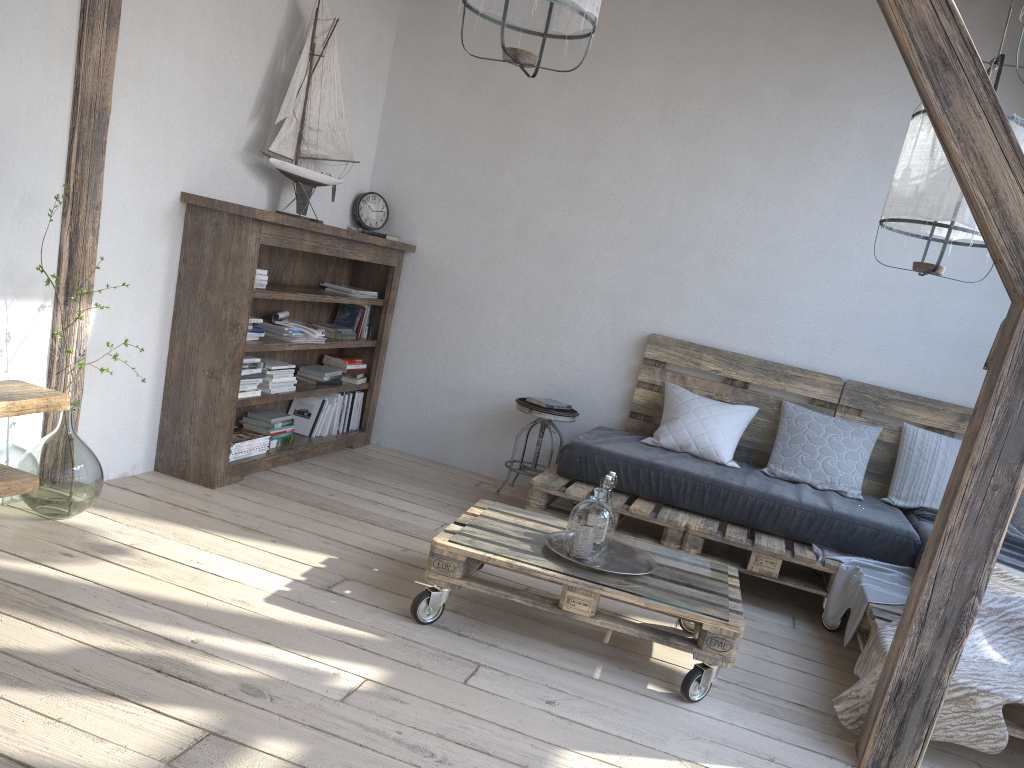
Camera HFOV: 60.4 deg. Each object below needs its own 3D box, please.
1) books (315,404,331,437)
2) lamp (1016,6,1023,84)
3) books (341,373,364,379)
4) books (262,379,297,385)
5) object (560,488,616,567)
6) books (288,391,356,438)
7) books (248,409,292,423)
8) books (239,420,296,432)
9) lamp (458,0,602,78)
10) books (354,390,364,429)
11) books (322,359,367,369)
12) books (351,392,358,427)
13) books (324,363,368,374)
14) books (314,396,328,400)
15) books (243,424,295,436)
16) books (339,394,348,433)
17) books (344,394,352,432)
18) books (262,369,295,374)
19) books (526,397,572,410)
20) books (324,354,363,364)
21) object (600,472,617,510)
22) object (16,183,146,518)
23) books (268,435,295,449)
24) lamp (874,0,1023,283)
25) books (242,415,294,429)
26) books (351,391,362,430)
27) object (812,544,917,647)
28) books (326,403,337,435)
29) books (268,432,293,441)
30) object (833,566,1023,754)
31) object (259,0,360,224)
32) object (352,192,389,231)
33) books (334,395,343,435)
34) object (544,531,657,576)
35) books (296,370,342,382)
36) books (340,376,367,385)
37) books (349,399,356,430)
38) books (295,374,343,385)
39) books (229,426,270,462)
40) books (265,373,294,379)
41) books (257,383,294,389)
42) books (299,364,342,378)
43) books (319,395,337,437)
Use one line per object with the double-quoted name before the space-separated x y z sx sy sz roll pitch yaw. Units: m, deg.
"books" -1.068 0.180 4.729 0.138 0.179 0.092 15 13 14
"lamp" 1.183 -1.127 1.337 0.409 1.338 0.388 10 13 -9
"books" -0.949 -0.068 4.943 0.204 0.022 0.147 13 7 3
"books" -1.157 -0.026 4.207 0.155 0.017 0.217 15 8 19
"object" 0.264 0.462 2.909 0.157 0.253 0.151 9 12 -17
"books" -1.050 0.136 4.831 0.200 0.254 0.405 16 9 15
"books" -1.195 0.157 4.351 0.131 0.021 0.196 15 7 14
"books" -1.207 0.197 4.357 0.172 0.013 0.227 15 8 17
"lamp" 0.132 -1.472 2.484 0.401 1.111 0.395 4 15 -34
"books" -0.947 0.138 5.098 0.156 0.226 0.035 15 14 13
"books" -0.939 -0.115 4.935 0.156 0.022 0.216 15 8 18
"books" -0.980 0.136 5.055 0.156 0.225 0.021 15 14 13
"books" -0.936 -0.090 4.947 0.159 0.027 0.201 16 8 22
"books" -1.099 0.158 4.721 0.156 0.211 0.105 15 13 14
"books" -1.201 0.217 4.349 0.156 0.022 0.221 15 7 15
"books" -1.007 0.148 4.915 0.156 0.225 0.021 15 14 13
"books" -0.990 0.147 4.952 0.156 0.225 0.017 15 14 13
"books" -1.169 -0.077 4.203 0.155 0.017 0.217 15 8 19
"books" 0.196 0.102 4.677 0.205 0.022 0.146 5 10 -46
"books" -0.949 -0.141 4.950 0.142 0.020 0.199 15 7 14
"object" 0.312 0.441 3.063 0.071 0.274 0.151 16 13 15
"object" -1.477 -0.102 3.084 0.275 1.148 0.502 13 13 1
"books" -1.213 0.266 4.360 0.172 0.039 0.220 15 8 14
"lamp" 1.612 -1.122 2.902 0.409 1.556 0.388 4 16 -34
"books" -1.205 0.178 4.351 0.173 0.026 0.217 14 7 9
"books" -0.957 0.139 5.072 0.156 0.225 0.021 15 14 13
"object" 1.515 0.904 3.588 0.505 0.284 0.692 12 8 -1
"books" -1.043 0.174 4.792 0.138 0.188 0.064 15 13 13
"books" -1.205 0.238 4.354 0.157 0.022 0.221 14 7 10
"object" 1.573 0.933 2.783 1.011 0.486 0.791 4 12 -45
"object" -0.870 -1.254 4.017 0.139 1.017 0.779 17 12 20
"object" -0.784 -0.959 4.893 0.205 0.215 0.080 4 15 -38
"books" -1.021 0.154 4.847 0.156 0.225 0.017 15 14 13
"object" 0.300 0.581 2.999 0.387 0.022 0.393 18 9 34
"books" -1.030 -0.048 4.710 0.158 0.023 0.208 15 7 14
"books" -0.947 -0.041 4.955 0.218 0.031 0.159 14 7 7
"books" -0.972 0.159 5.035 0.138 0.190 0.018 15 14 13
"books" -1.035 -0.024 4.709 0.150 0.024 0.226 16 8 23
"books" -1.290 0.266 4.032 0.236 0.090 0.312 15 8 14
"books" -1.149 -0.053 4.193 0.138 0.019 0.182 15 7 14
"books" -1.167 -0.009 4.195 0.156 0.017 0.216 15 7 14
"books" -1.024 -0.070 4.707 0.151 0.024 0.224 14 7 10
"books" -1.054 0.161 4.756 0.156 0.217 0.089 15 13 13
